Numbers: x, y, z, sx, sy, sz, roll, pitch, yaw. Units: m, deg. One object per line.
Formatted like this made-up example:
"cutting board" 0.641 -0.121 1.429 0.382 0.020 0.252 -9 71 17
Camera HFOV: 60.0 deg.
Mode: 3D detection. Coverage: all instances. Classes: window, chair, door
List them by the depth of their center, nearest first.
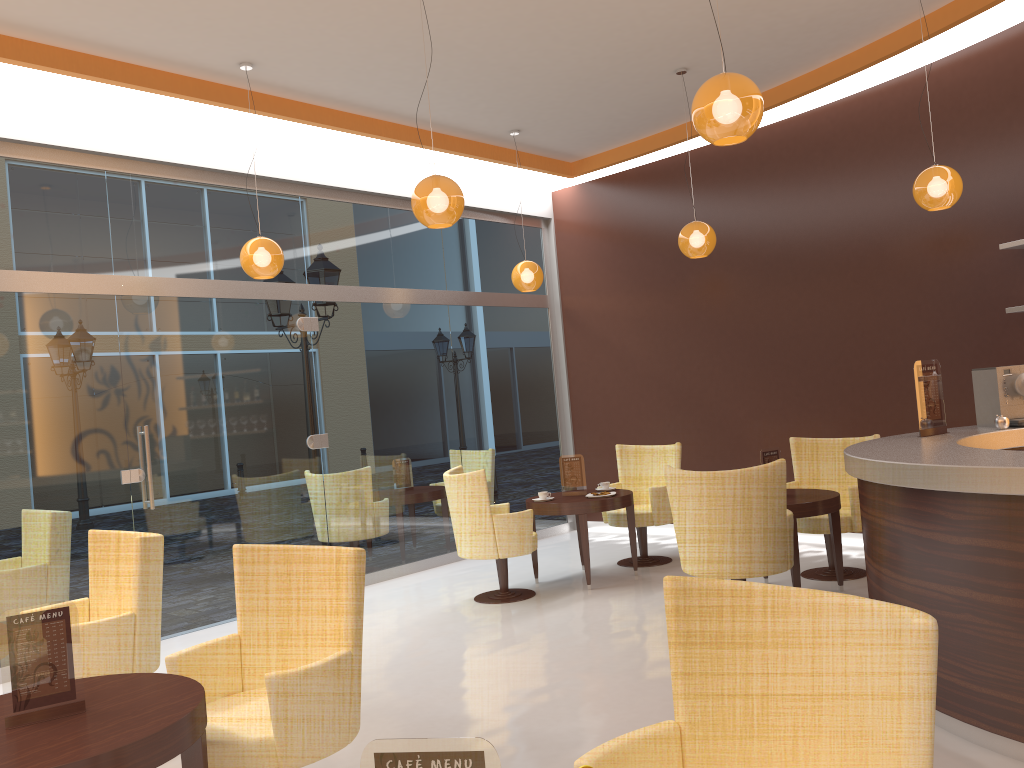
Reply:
"chair" 0.512 0.971 1.851 0.685 1.017 0.729 -4 -1 -31
"chair" -0.867 1.123 3.230 0.729 1.017 0.685 -6 -2 39
"chair" -2.014 1.247 4.280 0.685 1.017 0.729 -4 -2 -45
"chair" 1.352 0.972 5.424 0.729 1.017 0.685 -6 -1 20
"chair" 2.385 0.906 6.643 0.685 1.017 0.729 -4 -2 -41
"chair" -0.146 1.135 6.827 0.685 1.017 0.729 -5 -1 -16
"door" -2.178 0.573 6.926 0.020 2.499 1.640 -6 -2 42
"window" -2.223 0.075 6.936 0.040 3.380 8.200 -6 -2 42
"chair" 1.149 1.039 7.760 0.685 1.017 0.729 -4 -2 -45

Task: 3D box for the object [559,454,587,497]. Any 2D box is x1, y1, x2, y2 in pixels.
"object" 0.498 0.748 7.261 0.209 0.335 0.042 -5 -1 17

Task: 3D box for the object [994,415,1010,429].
"object" 2.689 0.209 4.864 0.075 0.077 0.075 -5 -1 11

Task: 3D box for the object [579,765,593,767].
"object" 0.111 0.743 1.515 0.067 0.171 0.072 -6 -1 25

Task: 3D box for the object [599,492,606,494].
"object" 0.728 0.872 7.095 0.054 0.018 0.051 -6 -2 41

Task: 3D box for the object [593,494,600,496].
"object" 0.667 0.879 7.017 0.054 0.018 0.051 -5 -1 0

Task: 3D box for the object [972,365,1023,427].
"object" 2.864 0.065 5.042 0.270 0.340 0.373 -5 -1 -3

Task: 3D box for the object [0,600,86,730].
"object" -1.381 0.817 2.606 0.209 0.335 0.042 -4 -1 -30

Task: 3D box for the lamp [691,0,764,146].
"lamp" 0.855 -1.772 3.759 0.299 1.500 0.299 -6 -1 20

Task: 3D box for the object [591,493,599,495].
"object" 0.660 0.872 7.052 0.055 0.016 0.052 -6 -2 41

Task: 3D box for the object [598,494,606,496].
"object" 0.711 0.875 7.006 0.055 0.014 0.053 -6 -1 25

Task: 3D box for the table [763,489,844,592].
"table" 1.820 1.114 6.094 0.872 0.679 0.874 -5 -1 -1

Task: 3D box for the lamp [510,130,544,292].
"lamp" 0.089 -1.609 8.252 0.299 1.500 0.299 -5 -1 10

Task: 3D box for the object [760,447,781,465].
"object" 1.789 0.608 6.096 0.209 0.335 0.042 -4 -1 -34

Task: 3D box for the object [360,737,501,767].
"object" 0.611 0.598 0.653 2.090 0.335 0.187 -6 -2 39

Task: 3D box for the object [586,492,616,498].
"object" 0.707 0.883 7.046 0.234 0.020 0.234 -5 -1 14

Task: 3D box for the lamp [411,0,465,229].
"lamp" -0.469 -1.628 4.970 0.299 1.500 0.299 -4 -2 -37

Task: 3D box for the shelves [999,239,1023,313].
"shelves" 3.732 -0.595 3.875 0.586 0.902 4.744 -5 -1 -1

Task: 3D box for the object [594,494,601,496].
"object" 0.688 0.882 7.068 0.054 0.018 0.051 -6 -1 30

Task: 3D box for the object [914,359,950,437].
"object" 2.302 0.074 4.883 0.258 0.414 0.052 -4 -1 -34

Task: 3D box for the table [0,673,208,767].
"table" -1.329 1.321 2.589 0.872 0.679 0.874 -5 -1 -11

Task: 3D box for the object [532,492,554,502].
"object" 0.248 0.900 7.093 0.153 0.069 0.153 -6 -2 43

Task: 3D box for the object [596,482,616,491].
"object" 0.785 0.859 7.434 0.153 0.069 0.153 -5 -1 -26

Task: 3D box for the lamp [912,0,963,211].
"lamp" 2.736 -1.896 5.829 0.299 1.500 0.299 -6 -1 21

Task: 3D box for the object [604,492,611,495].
"object" 0.755 0.871 7.056 0.052 0.018 0.055 -5 -1 -24

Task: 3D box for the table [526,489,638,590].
"table" 0.575 1.249 7.222 0.872 0.679 0.874 -5 -1 -1

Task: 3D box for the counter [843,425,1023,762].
"counter" 2.391 0.805 3.852 1.586 1.100 2.917 -5 -1 -3

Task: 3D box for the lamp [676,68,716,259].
"lamp" 1.412 -1.752 7.041 0.299 1.500 0.299 -6 -1 20

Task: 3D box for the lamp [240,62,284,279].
"lamp" -1.793 -1.485 6.182 0.299 1.500 0.299 -5 -1 17
